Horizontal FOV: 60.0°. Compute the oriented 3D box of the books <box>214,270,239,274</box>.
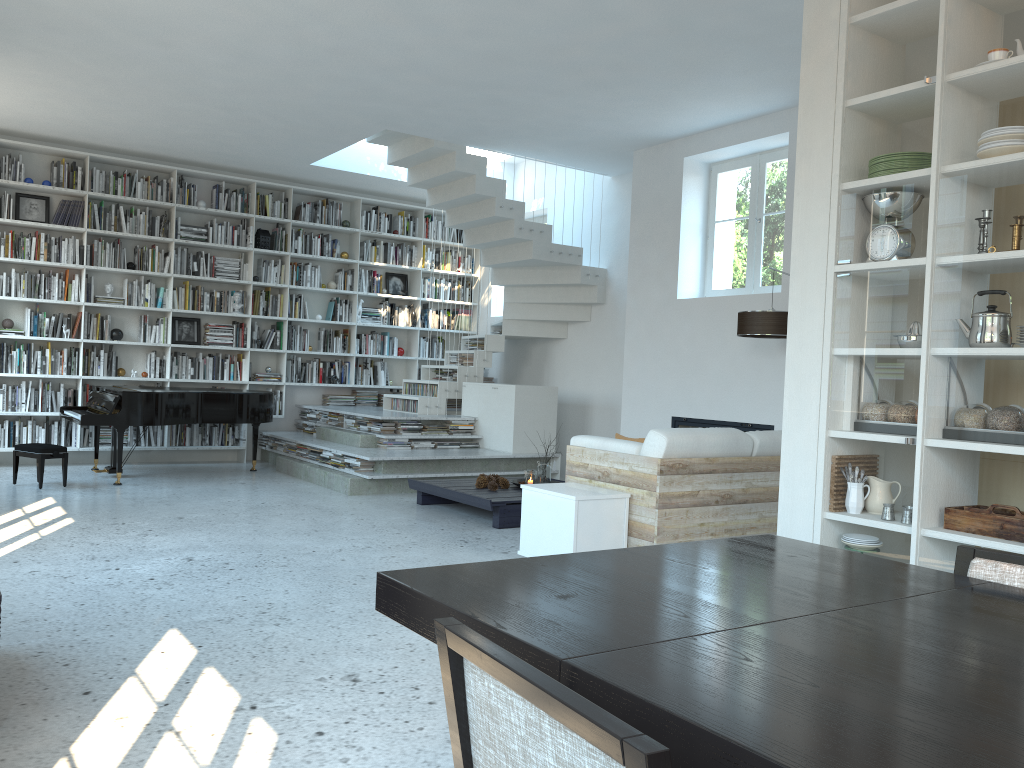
[{"bbox_3d":[-3.173,-1.235,9.813,0.254,0.012,0.161,2,1,-32],"label":"books"}]

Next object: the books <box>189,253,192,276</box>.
[{"bbox_3d":[-3.495,-1.281,9.586,0.014,0.250,0.172,2,1,-34],"label":"books"}]

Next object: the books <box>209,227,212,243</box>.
[{"bbox_3d":[-3.314,-1.610,9.683,0.025,0.187,0.193,2,1,-34],"label":"books"}]

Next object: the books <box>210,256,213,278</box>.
[{"bbox_3d":[-3.308,-1.271,9.709,0.015,0.245,0.183,2,1,-34],"label":"books"}]

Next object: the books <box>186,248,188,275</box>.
[{"bbox_3d":[-3.525,-1.307,9.565,0.011,0.300,0.179,2,1,-34],"label":"books"}]

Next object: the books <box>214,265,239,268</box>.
[{"bbox_3d":[-3.170,-1.296,9.810,0.254,0.012,0.161,2,1,-37],"label":"books"}]

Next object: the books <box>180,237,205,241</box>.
[{"bbox_3d":[-3.464,-1.564,9.592,0.254,0.012,0.161,2,1,-29],"label":"books"}]

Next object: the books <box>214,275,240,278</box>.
[{"bbox_3d":[-3.177,-1.187,9.817,0.285,0.012,0.159,2,1,-33],"label":"books"}]

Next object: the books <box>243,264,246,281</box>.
[{"bbox_3d":[-3.016,-1.237,9.919,0.029,0.198,0.172,2,1,-34],"label":"books"}]

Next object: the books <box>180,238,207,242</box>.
[{"bbox_3d":[-3.467,-1.552,9.595,0.285,0.012,0.159,2,1,-31],"label":"books"}]

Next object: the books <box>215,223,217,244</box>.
[{"bbox_3d":[-3.267,-1.633,9.719,0.021,0.237,0.171,2,1,-34],"label":"books"}]

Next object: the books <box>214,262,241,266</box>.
[{"bbox_3d":[-3.171,-1.320,9.813,0.285,0.012,0.159,2,1,-35],"label":"books"}]

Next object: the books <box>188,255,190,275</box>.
[{"bbox_3d":[-3.509,-1.273,9.581,0.014,0.233,0.147,2,1,-34],"label":"books"}]

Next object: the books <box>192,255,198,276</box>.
[{"bbox_3d":[-3.449,-1.272,9.611,0.066,0.237,0.153,2,1,-34],"label":"books"}]

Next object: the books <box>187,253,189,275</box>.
[{"bbox_3d":[-3.518,-1.283,9.574,0.011,0.252,0.153,2,1,-34],"label":"books"}]

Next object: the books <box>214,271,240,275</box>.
[{"bbox_3d":[-3.173,-1.223,9.812,0.285,0.012,0.159,2,1,-37],"label":"books"}]

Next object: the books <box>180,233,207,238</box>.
[{"bbox_3d":[-3.466,-1.600,9.596,0.285,0.012,0.159,2,1,-36],"label":"books"}]

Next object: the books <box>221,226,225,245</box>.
[{"bbox_3d":[-3.206,-1.621,9.761,0.028,0.219,0.183,2,1,-34],"label":"books"}]

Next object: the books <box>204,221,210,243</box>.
[{"bbox_3d":[-3.331,-1.644,9.676,0.012,0.254,0.161,2,1,-34],"label":"books"}]

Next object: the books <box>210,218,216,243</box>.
[{"bbox_3d":[-3.271,-1.656,9.696,0.011,0.284,0.190,2,1,-34],"label":"books"}]

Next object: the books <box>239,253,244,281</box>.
[{"bbox_3d":[-3.032,-1.298,9.908,0.012,0.319,0.139,2,1,-34],"label":"books"}]

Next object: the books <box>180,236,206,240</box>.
[{"bbox_3d":[-3.466,-1.576,9.595,0.254,0.012,0.161,2,1,-37],"label":"books"}]

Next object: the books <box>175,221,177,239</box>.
[{"bbox_3d":[-3.620,-1.628,9.472,0.027,0.201,0.167,2,1,-34],"label":"books"}]

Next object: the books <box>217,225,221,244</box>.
[{"bbox_3d":[-3.238,-1.621,9.737,0.027,0.216,0.190,2,1,-34],"label":"books"}]

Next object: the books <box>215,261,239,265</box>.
[{"bbox_3d":[-3.166,-1.332,9.806,0.254,0.012,0.161,2,1,-29],"label":"books"}]

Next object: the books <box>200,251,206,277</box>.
[{"bbox_3d":[-3.375,-1.297,9.671,0.049,0.291,0.162,2,1,-34],"label":"books"}]

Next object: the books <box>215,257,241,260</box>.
[{"bbox_3d":[-3.168,-1.382,9.810,0.285,0.012,0.159,2,1,-32],"label":"books"}]

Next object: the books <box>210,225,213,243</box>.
[{"bbox_3d":[-3.310,-1.628,9.721,0.024,0.223,0.128,2,1,-34],"label":"books"}]

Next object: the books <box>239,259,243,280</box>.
[{"bbox_3d":[-3.035,-1.265,9.889,0.012,0.254,0.161,2,1,-34],"label":"books"}]

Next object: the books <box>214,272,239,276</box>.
[{"bbox_3d":[-3.176,-1.211,9.816,0.254,0.012,0.161,2,1,-35],"label":"books"}]

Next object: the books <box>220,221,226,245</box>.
[{"bbox_3d":[-3.193,-1.648,9.793,0.029,0.273,0.140,2,1,-34],"label":"books"}]

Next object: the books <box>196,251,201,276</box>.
[{"bbox_3d":[-3.419,-1.296,9.646,0.022,0.285,0.130,2,1,-34],"label":"books"}]

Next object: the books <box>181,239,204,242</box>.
[{"bbox_3d":[-3.467,-1.540,9.594,0.254,0.012,0.161,2,1,-30],"label":"books"}]

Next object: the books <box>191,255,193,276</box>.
[{"bbox_3d":[-3.485,-1.275,9.594,0.011,0.239,0.147,2,1,-34],"label":"books"}]

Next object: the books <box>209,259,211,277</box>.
[{"bbox_3d":[-3.329,-1.258,9.705,0.024,0.216,0.132,2,1,-34],"label":"books"}]

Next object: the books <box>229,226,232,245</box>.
[{"bbox_3d":[-3.137,-1.621,9.797,0.023,0.223,0.190,2,1,-34],"label":"books"}]

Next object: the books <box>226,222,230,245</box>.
[{"bbox_3d":[-3.160,-1.645,9.790,0.023,0.269,0.184,2,1,-34],"label":"books"}]

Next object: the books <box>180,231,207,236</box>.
[{"bbox_3d":[-3.460,-1.618,9.591,0.285,0.024,0.159,2,1,-29],"label":"books"}]

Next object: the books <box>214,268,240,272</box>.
[{"bbox_3d":[-3.174,-1.259,9.815,0.285,0.012,0.159,2,1,-33],"label":"books"}]

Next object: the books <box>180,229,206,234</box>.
[{"bbox_3d":[-3.461,-1.642,9.592,0.254,0.025,0.161,2,1,-38],"label":"books"}]

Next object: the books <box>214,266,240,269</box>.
[{"bbox_3d":[-3.170,-1.284,9.810,0.285,0.012,0.159,2,1,-31],"label":"books"}]

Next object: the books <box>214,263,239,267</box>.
[{"bbox_3d":[-3.171,-1.308,9.812,0.254,0.012,0.161,2,1,-32],"label":"books"}]

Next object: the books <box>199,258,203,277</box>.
[{"bbox_3d":[-3.398,-1.260,9.654,0.024,0.216,0.147,2,1,-34],"label":"books"}]

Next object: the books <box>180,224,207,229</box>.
[{"bbox_3d":[-3.464,-1.692,9.599,0.285,0.024,0.159,2,1,-34],"label":"books"}]

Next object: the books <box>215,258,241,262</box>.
[{"bbox_3d":[-3.164,-1.370,9.804,0.285,0.012,0.159,2,1,-39],"label":"books"}]

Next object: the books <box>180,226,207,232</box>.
[{"bbox_3d":[-3.462,-1.667,9.596,0.285,0.024,0.159,2,1,-32],"label":"books"}]

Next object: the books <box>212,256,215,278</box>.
[{"bbox_3d":[-3.289,-1.271,9.707,0.013,0.247,0.176,2,1,-34],"label":"books"}]

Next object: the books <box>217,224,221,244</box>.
[{"bbox_3d":[-3.228,-1.635,9.757,0.012,0.244,0.131,2,1,-34],"label":"books"}]

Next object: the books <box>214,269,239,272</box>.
[{"bbox_3d":[-3.173,-1.248,9.813,0.254,0.012,0.161,2,1,-36],"label":"books"}]

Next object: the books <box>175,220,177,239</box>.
[{"bbox_3d":[-3.610,-1.636,9.494,0.013,0.218,0.141,2,1,-34],"label":"books"}]

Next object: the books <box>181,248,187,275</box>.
[{"bbox_3d":[-3.546,-1.305,9.561,0.029,0.295,0.151,2,1,-34],"label":"books"}]

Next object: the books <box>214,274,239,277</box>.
[{"bbox_3d":[-3.178,-1.199,9.818,0.254,0.012,0.161,2,1,-34],"label":"books"}]

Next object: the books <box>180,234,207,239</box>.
[{"bbox_3d":[-3.466,-1.588,9.595,0.285,0.012,0.159,2,1,-37],"label":"books"}]

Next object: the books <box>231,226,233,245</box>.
[{"bbox_3d":[-3.121,-1.624,9.822,0.010,0.230,0.152,2,1,-34],"label":"books"}]

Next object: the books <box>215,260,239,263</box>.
[{"bbox_3d":[-3.169,-1.346,9.811,0.254,0.012,0.161,2,1,-32],"label":"books"}]

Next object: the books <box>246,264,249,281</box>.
[{"bbox_3d":[-2.994,-1.240,9.940,0.030,0.205,0.158,2,1,-34],"label":"books"}]

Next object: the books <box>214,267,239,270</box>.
[{"bbox_3d":[-3.173,-1.272,9.814,0.254,0.012,0.161,2,1,-33],"label":"books"}]

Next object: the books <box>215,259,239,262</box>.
[{"bbox_3d":[-3.171,-1.358,9.814,0.254,0.012,0.161,2,1,-34],"label":"books"}]

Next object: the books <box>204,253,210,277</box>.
[{"bbox_3d":[-3.338,-1.284,9.679,0.021,0.269,0.191,2,1,-34],"label":"books"}]
